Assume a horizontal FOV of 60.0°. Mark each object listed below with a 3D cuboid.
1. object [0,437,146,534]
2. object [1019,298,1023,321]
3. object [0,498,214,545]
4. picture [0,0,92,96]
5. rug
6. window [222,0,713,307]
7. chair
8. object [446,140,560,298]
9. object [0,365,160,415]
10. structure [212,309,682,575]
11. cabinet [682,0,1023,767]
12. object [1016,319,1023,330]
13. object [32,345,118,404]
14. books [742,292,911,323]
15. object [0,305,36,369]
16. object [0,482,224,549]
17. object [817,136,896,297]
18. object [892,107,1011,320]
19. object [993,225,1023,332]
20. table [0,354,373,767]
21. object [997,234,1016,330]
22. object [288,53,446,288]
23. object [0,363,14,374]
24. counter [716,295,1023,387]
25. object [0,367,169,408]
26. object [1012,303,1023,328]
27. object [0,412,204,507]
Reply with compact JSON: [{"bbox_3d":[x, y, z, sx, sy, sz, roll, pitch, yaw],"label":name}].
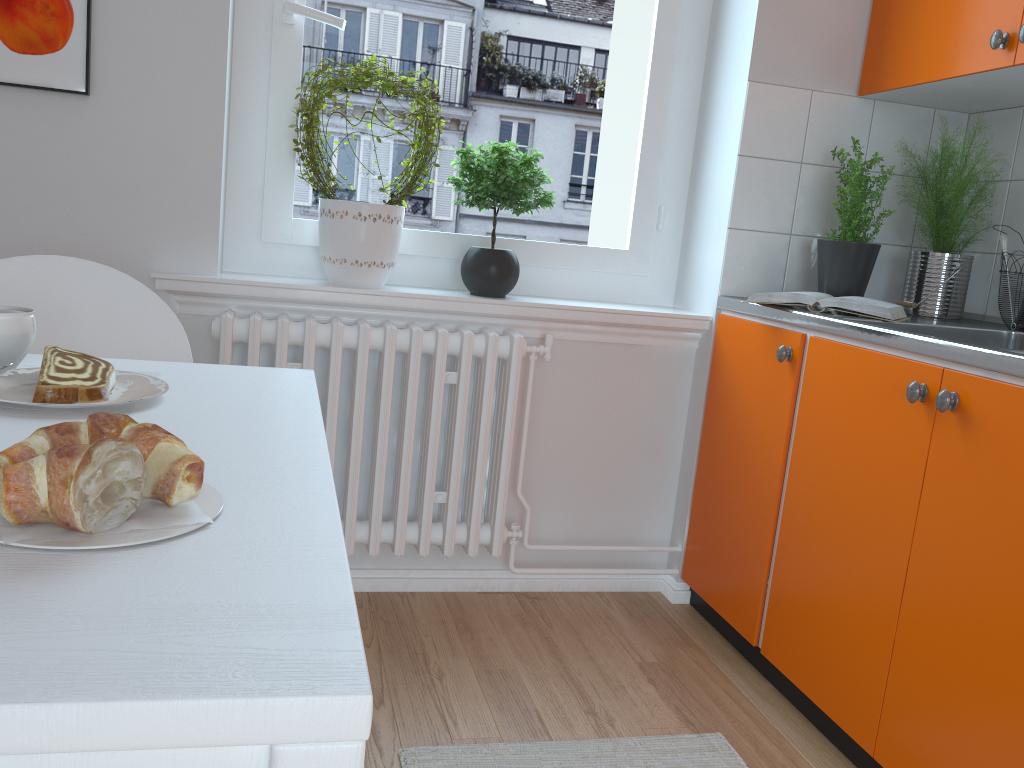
[{"bbox_3d":[-0.278,0.060,0.555,0.074,0.059,0.060,7,10,7],"label":"object"},{"bbox_3d":[1.216,-0.210,2.088,0.069,0.162,0.021,-4,13,-45],"label":"object"},{"bbox_3d":[-0.278,0.080,0.596,0.121,0.005,0.122,-1,12,-34],"label":"object"},{"bbox_3d":[-1.061,-0.818,1.956,0.243,0.322,0.017,3,10,-13],"label":"picture"},{"bbox_3d":[0.312,0.860,0.943,0.672,0.009,1.694,3,10,-15],"label":"rug"},{"bbox_3d":[-0.040,-1.204,2.296,1.272,1.926,0.111,3,10,-13],"label":"window"},{"bbox_3d":[-0.659,0.278,1.232,0.499,0.869,0.653,1,10,-24],"label":"chair"},{"bbox_3d":[-0.042,-0.435,2.325,0.314,0.406,0.268,12,12,35],"label":"object"},{"bbox_3d":[-0.506,0.001,0.934,0.226,0.003,0.230,3,10,-14],"label":"object"},{"bbox_3d":[0.051,0.183,2.369,1.644,0.659,0.207,3,10,-13],"label":"structure"},{"bbox_3d":[1.271,-0.227,0.883,0.696,2.345,3.145,3,10,-15],"label":"cabinet"},{"bbox_3d":[1.240,-0.216,2.026,0.131,0.199,0.076,-1,11,-33],"label":"object"},{"bbox_3d":[-0.444,-0.009,0.907,0.074,0.043,0.129,2,10,-22],"label":"object"},{"bbox_3d":[0.747,-0.192,2.096,0.347,0.040,0.228,11,11,30],"label":"books"},{"bbox_3d":[-0.567,-0.048,0.984,0.077,0.070,0.082,12,12,34],"label":"object"},{"bbox_3d":[-0.281,0.082,0.598,0.169,0.005,0.165,11,11,28],"label":"object"},{"bbox_3d":[0.858,-0.403,2.236,0.157,0.432,0.191,7,10,9],"label":"object"},{"bbox_3d":[1.091,-0.422,2.222,0.279,0.511,0.329,3,10,-19],"label":"object"},{"bbox_3d":[1.217,-0.238,2.021,0.170,0.243,0.335,-1,12,-37],"label":"object"},{"bbox_3d":[-0.816,0.404,0.712,1.264,0.770,0.841,3,10,-14],"label":"table"},{"bbox_3d":[1.156,-0.240,2.072,0.018,0.218,0.100,3,10,-15],"label":"object"},{"bbox_3d":[-0.371,-0.533,2.224,0.380,0.573,0.220,-1,11,-33],"label":"object"},{"bbox_3d":[-0.566,-0.019,0.940,0.132,0.027,0.027,12,12,35],"label":"object"},{"bbox_3d":[1.253,0.122,0.946,0.673,0.132,3.144,3,10,-15],"label":"counter"},{"bbox_3d":[-0.454,0.006,0.910,0.190,0.012,0.193,3,10,-17],"label":"object"},{"bbox_3d":[1.209,-0.199,2.069,0.107,0.146,0.019,0,11,-33],"label":"object"},{"bbox_3d":[-0.278,0.050,0.608,0.130,0.059,0.070,3,10,-14],"label":"object"}]
